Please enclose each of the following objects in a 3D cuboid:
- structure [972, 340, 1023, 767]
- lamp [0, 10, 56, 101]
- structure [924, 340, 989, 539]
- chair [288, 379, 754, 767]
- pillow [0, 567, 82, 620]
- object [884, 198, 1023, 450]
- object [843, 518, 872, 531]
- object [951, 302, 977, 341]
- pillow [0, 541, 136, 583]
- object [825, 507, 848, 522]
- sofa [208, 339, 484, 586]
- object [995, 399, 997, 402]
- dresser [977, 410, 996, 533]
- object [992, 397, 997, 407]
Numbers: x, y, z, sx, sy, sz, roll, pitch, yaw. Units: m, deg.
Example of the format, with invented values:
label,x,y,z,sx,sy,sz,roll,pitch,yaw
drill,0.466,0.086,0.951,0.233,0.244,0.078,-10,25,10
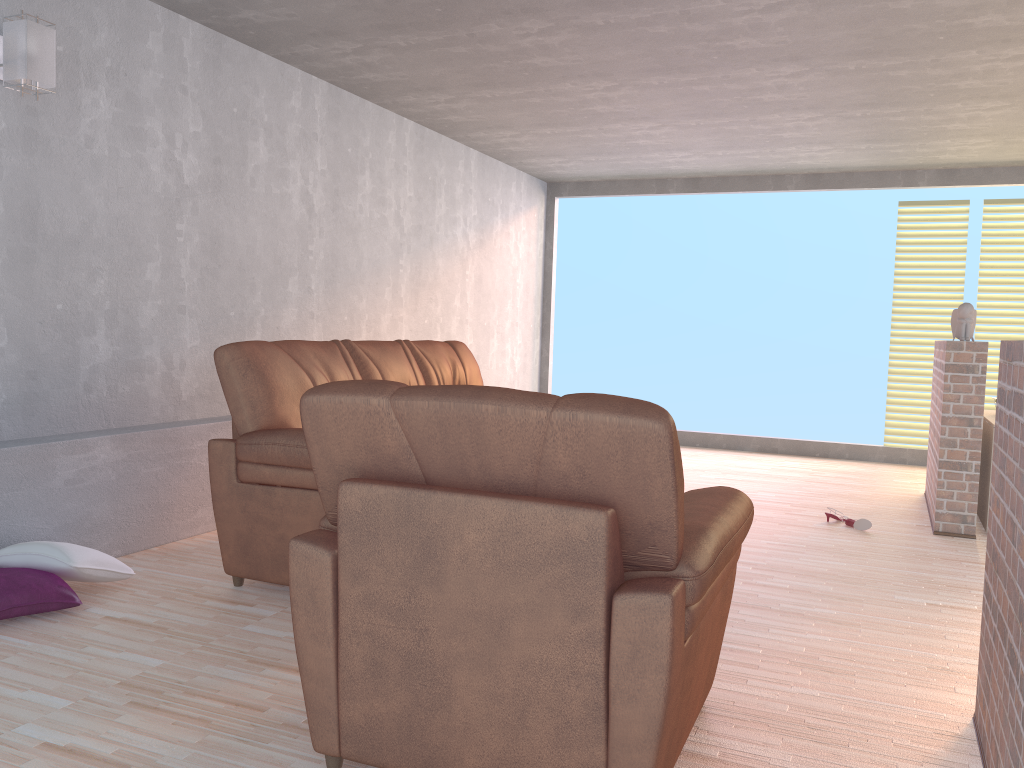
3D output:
label,x,y,z,sx,sy,sz,roll,pitch,yaw
structure,1.125,0.446,1.758,0.211,1.057,1.422,4,4,23
lamp,-1.854,-1.247,3.377,0.177,0.319,0.165,4,4,23
structure,2.687,0.267,5.407,0.211,1.057,1.422,4,4,23
chair,0.069,0.424,2.259,0.970,0.879,0.936,3,4,22
pillow,-1.764,0.721,3.081,0.365,0.130,0.392,5,5,43
object,5.239,-0.368,6.705,4.372,2.114,0.044,4,4,23
object,1.925,0.771,4.923,0.078,0.066,0.192,0,4,-31
object,2.568,-0.350,5.027,0.131,0.218,0.216,3,4,22
pillow,-1.686,0.668,3.322,0.388,0.205,0.357,3,4,10
object,1.881,0.749,5.099,0.188,0.085,0.069,0,4,-28
sofa,-0.315,0.266,4.171,0.981,0.923,2.202,4,4,23
object,3.010,0.108,5.467,0.054,0.048,0.053,4,4,30
dresser,3.201,0.504,5.465,0.605,0.612,1.686,4,4,23
object,3.054,0.142,5.438,0.202,0.104,0.202,3,4,16
